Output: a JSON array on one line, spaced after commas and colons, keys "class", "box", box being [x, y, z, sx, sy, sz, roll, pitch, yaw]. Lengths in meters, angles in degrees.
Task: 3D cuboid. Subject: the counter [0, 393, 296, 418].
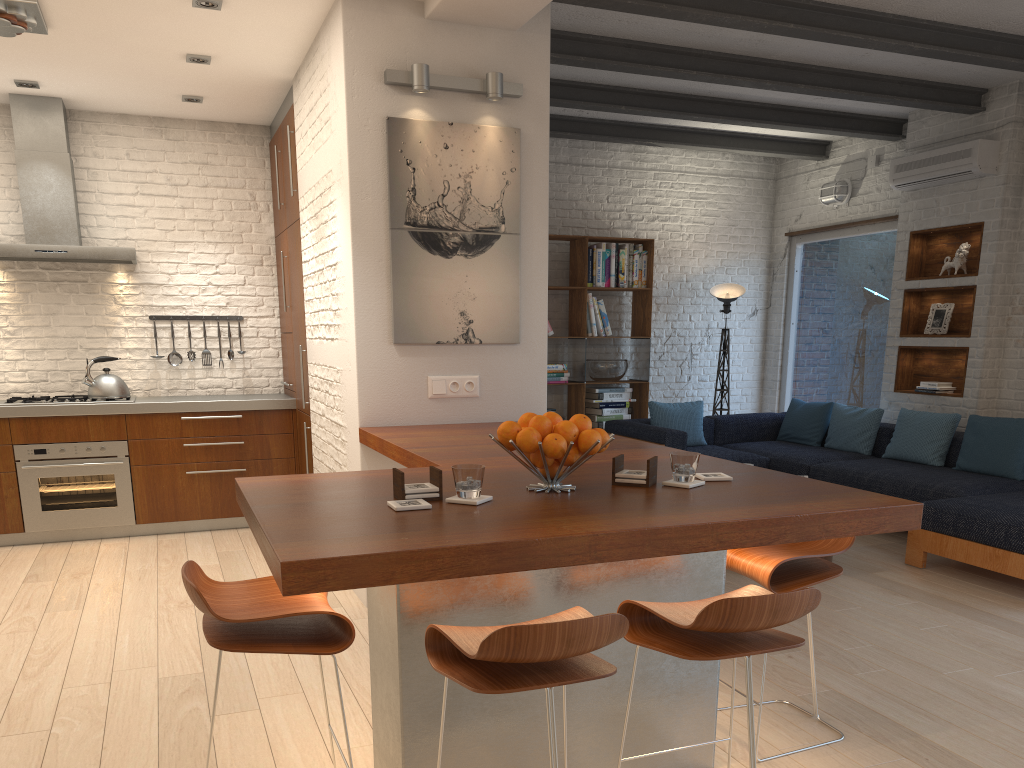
[{"class": "counter", "box": [-2.725, 0.229, 4.596, 3.509, 0.072, 3.255, -1, 4, -22]}]

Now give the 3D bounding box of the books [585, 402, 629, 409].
[{"class": "books", "box": [0.888, 0.189, 8.145, 0.325, 0.057, 0.249, -2, 4, -27]}]

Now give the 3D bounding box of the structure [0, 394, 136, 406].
[{"class": "structure", "box": [-2.989, 0.103, 5.901, 0.808, 0.033, 0.576, -1, 4, -21]}]

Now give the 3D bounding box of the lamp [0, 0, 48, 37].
[{"class": "lamp", "box": [-2.397, -1.637, 4.000, 0.448, 0.175, 0.439, -2, 5, -22]}]

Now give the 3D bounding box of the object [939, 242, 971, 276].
[{"class": "object", "box": [3.375, -0.945, 6.630, 0.112, 0.250, 0.210, -3, 9, -14]}]

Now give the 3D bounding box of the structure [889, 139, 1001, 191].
[{"class": "structure", "box": [3.177, -1.608, 6.454, 0.199, 0.226, 0.796, -4, 5, -22]}]

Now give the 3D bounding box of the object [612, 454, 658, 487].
[{"class": "object", "box": [0.371, 0.261, 2.632, 0.114, 0.085, 0.091, 3, 8, 23]}]

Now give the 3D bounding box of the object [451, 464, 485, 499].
[{"class": "object", "box": [-0.117, 0.264, 2.350, 0.091, 0.087, 0.089, -4, 9, -24]}]

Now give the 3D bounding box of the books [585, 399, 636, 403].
[{"class": "books", "box": [0.899, 0.150, 8.153, 0.443, 0.021, 0.266, -1, 4, -21]}]

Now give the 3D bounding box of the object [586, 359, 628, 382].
[{"class": "object", "box": [0.878, -0.126, 8.110, 0.402, 0.208, 0.391, 2, 6, 20]}]

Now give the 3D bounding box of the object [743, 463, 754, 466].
[{"class": "object", "box": [1.551, 0.587, 5.787, 0.108, 0.111, 0.105, -1, 9, -6]}]

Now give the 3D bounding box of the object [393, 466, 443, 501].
[{"class": "object", "box": [-0.260, 0.275, 2.395, 0.114, 0.085, 0.091, -3, 8, -21]}]

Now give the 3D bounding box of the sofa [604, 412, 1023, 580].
[{"class": "sofa", "box": [2.450, 0.699, 6.229, 2.071, 0.680, 3.858, -2, 4, -22]}]

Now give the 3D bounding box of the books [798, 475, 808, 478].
[{"class": "books", "box": [1.594, 0.583, 5.238, 0.322, 0.112, 0.266, 1, 5, 11]}]

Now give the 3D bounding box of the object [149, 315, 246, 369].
[{"class": "object", "box": [-2.282, -0.300, 6.338, 0.667, 0.402, 0.136, -2, 12, -21]}]

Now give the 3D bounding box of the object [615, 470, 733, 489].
[{"class": "object", "box": [0.506, 0.284, 2.646, 0.394, 0.036, 0.193, -1, 4, -17]}]

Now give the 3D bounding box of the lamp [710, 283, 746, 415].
[{"class": "lamp", "box": [2.236, -0.015, 8.263, 0.856, 1.904, 0.495, 10, 16, 39]}]

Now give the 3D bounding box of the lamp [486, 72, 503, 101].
[{"class": "lamp", "box": [-0.081, -1.381, 4.048, 0.080, 0.107, 0.077, 1, 10, 6]}]

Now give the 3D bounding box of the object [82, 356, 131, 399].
[{"class": "object", "box": [-2.723, -0.049, 5.864, 0.263, 0.284, 0.254, 0, 9, 0]}]

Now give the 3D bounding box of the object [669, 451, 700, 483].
[{"class": "object", "box": [0.515, 0.249, 2.605, 0.091, 0.087, 0.088, -1, 8, -7]}]

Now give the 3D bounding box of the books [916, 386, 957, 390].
[{"class": "books", "box": [3.341, 0.031, 6.866, 0.170, 0.019, 0.231, -1, 4, -20]}]

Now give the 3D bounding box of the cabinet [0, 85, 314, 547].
[{"class": "cabinet", "box": [-3.116, -0.318, 4.703, 2.248, 2.914, 4.686, 6, 8, 33]}]

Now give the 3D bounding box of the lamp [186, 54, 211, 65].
[{"class": "lamp", "box": [-1.699, -1.778, 4.721, 0.123, 0.057, 0.121, -2, 5, -22]}]

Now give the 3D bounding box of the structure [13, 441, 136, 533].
[{"class": "structure", "box": [-2.962, 0.667, 5.966, 0.667, 0.595, 0.487, -3, 10, -21]}]

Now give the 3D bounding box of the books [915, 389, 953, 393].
[{"class": "books", "box": [3.330, 0.057, 6.880, 0.162, 0.017, 0.245, -1, 3, -12]}]

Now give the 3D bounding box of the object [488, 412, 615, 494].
[{"class": "object", "box": [0.113, 0.196, 2.522, 0.360, 0.229, 0.359, 4, 7, 34]}]

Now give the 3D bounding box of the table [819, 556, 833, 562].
[{"class": "table", "box": [1.354, 0.841, 5.703, 1.074, 0.459, 1.785, -1, 4, -16]}]

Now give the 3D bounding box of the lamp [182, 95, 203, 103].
[{"class": "lamp", "box": [-2.027, -1.825, 5.525, 0.123, 0.057, 0.121, -2, 5, -22]}]

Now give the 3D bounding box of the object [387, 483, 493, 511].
[{"class": "object", "box": [-0.201, 0.301, 2.365, 0.286, 0.036, 0.200, -1, 4, -21]}]

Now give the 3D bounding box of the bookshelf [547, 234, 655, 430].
[{"class": "bookshelf", "box": [0.590, -0.180, 7.949, 1.312, 2.272, 0.353, -4, 13, -21]}]

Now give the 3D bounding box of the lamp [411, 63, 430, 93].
[{"class": "lamp", "box": [-0.411, -1.374, 3.921, 0.080, 0.107, 0.077, 1, 10, 6]}]

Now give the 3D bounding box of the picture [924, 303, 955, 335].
[{"class": "picture", "box": [3.353, -0.509, 6.827, 0.101, 0.252, 0.189, -7, 12, -31]}]

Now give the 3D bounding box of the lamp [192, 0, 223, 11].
[{"class": "lamp", "box": [-1.370, -1.732, 3.915, 0.123, 0.057, 0.121, -2, 5, -22]}]

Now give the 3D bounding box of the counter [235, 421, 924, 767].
[{"class": "counter", "box": [-0.138, 0.739, 3.274, 1.679, 0.947, 2.438, -2, 5, -22]}]

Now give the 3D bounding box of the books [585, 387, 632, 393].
[{"class": "books", "box": [0.897, 0.054, 8.145, 0.378, 0.037, 0.238, -1, 4, -21]}]

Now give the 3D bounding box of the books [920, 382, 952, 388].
[{"class": "books", "box": [3.340, 0.004, 6.866, 0.132, 0.035, 0.200, -1, 4, -12]}]

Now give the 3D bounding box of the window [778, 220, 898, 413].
[{"class": "window", "box": [5.225, -2.019, 2.794, 0.644, 6.590, 12.042, -5, 7, -22]}]

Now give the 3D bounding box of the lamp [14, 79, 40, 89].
[{"class": "lamp", "box": [-2.891, -1.806, 5.192, 0.123, 0.057, 0.121, -2, 5, -22]}]

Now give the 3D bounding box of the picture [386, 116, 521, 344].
[{"class": "picture", "box": [-0.266, -0.709, 4.192, 0.652, 1.048, 0.019, -4, 14, -20]}]

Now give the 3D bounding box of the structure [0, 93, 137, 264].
[{"class": "structure", "box": [-3.010, -1.313, 5.635, 0.982, 1.024, 0.444, -3, 12, -21]}]
